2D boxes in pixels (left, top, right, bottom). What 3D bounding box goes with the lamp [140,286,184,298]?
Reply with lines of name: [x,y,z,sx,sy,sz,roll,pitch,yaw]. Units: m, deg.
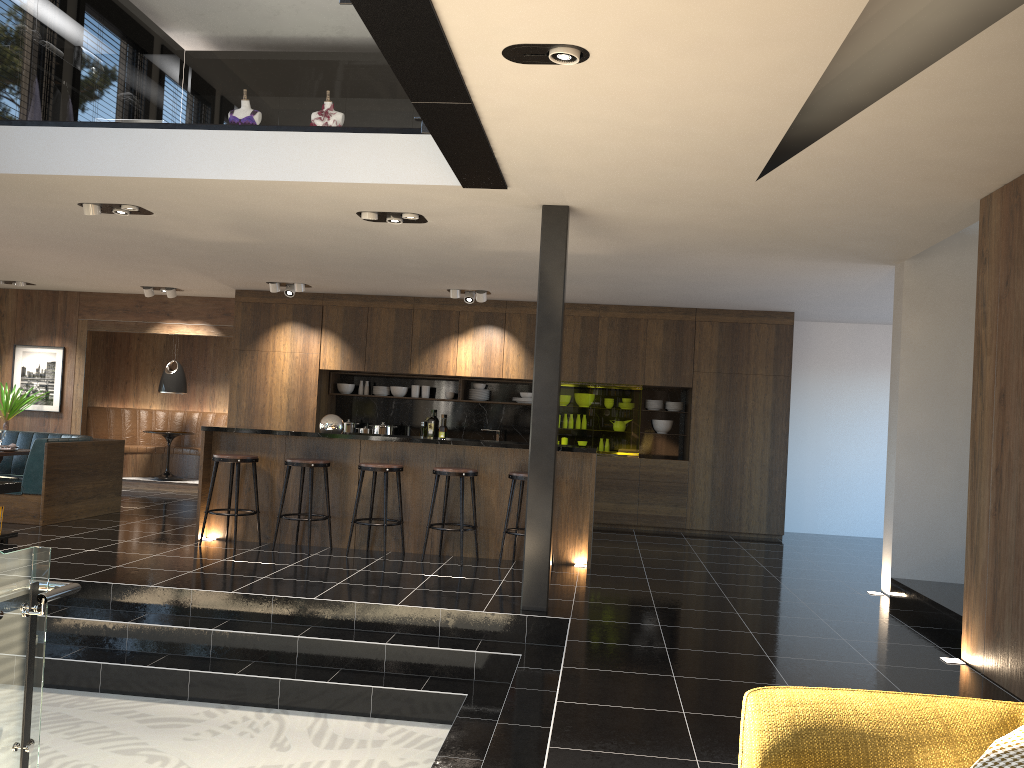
lamp: [-4.552,-1.253,11.549,0.501,0.280,0.349,3,-2,6]

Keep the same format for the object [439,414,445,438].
object: [-0.915,0.594,11.589,0.077,0.395,0.077,4,-2,-42]

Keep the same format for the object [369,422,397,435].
object: [-1.638,0.593,11.241,0.278,0.218,0.301,2,-2,39]

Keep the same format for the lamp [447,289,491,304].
lamp: [-0.496,-1.082,10.288,0.501,0.280,0.349,3,-2,6]

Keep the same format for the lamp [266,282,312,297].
lamp: [-2.641,-1.182,10.514,0.501,0.294,0.349,3,-2,6]

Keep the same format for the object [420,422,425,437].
object: [-1.176,0.634,11.604,0.057,0.287,0.058,3,-1,19]

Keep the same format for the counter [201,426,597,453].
counter: [-1.006,0.505,8.194,3.573,0.041,0.698,3,-2,6]

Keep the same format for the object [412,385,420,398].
object: [-1.254,0.099,11.525,0.109,0.161,0.109,3,-2,-11]

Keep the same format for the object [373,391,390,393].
object: [-1.708,0.121,11.586,0.220,0.033,0.220,3,-2,3]

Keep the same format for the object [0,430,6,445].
object: [-5.209,0.568,9.027,0.098,0.191,0.098,3,-2,4]

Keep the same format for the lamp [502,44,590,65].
lamp: [0.135,-1.349,3.479,0.346,0.158,0.195,3,-2,6]

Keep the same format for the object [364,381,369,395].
object: [-1.902,0.054,11.616,0.060,0.185,0.060,4,-2,-25]

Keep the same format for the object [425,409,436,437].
object: [-1.072,0.557,11.599,0.133,0.451,0.116,3,-1,6]

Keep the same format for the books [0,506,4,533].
books: [-4.355,1.122,7.378,0.231,0.232,0.037,3,-1,6]

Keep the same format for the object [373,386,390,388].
object: [-1.704,0.052,11.588,0.220,0.033,0.220,3,-2,3]

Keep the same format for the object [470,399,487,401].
object: [-0.432,0.211,11.530,0.269,0.024,0.269,1,-3,44]

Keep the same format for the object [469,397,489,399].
object: [-0.431,0.194,11.530,0.269,0.024,0.269,1,-3,44]

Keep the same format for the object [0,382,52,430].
object: [-6.641,0.656,11.860,0.818,1.381,0.955,4,-2,-36]

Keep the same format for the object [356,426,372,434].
object: [-1.883,0.614,11.383,0.210,0.143,0.195,4,-2,-36]

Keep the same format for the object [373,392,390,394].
object: [-1.709,0.133,11.586,0.220,0.033,0.220,3,-2,3]

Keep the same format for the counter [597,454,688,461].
counter: [-0.127,0.824,11.250,4.591,0.005,0.863,3,-2,6]

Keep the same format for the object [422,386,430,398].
object: [-1.120,0.106,11.510,0.109,0.161,0.109,3,-2,19]

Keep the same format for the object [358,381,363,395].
object: [-1.977,0.050,11.624,0.060,0.185,0.060,2,-2,37]

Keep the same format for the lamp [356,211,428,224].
lamp: [-0.881,-1.287,6.558,0.501,0.194,0.349,3,-2,6]

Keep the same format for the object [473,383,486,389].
object: [-0.426,0.041,11.534,0.168,0.087,0.168,2,-2,26]

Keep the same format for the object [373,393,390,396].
object: [-1.709,0.146,11.585,0.220,0.033,0.220,3,-2,3]

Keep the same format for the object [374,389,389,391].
object: [-1.706,0.087,11.587,0.220,0.033,0.220,3,-2,3]

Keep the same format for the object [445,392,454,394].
object: [-0.809,0.142,11.500,0.122,0.072,0.122,2,-2,31]

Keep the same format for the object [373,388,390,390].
object: [-1.706,0.077,11.587,0.220,0.033,0.220,3,-2,3]

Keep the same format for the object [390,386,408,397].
object: [-1.474,0.107,11.571,0.234,0.138,0.234,2,-2,26]

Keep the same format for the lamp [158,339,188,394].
lamp: [-4.729,-0.353,12.439,0.389,0.973,0.389,4,-2,-40]

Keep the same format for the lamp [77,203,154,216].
lamp: [-3.026,-1.376,6.784,0.501,0.231,0.349,3,-2,6]

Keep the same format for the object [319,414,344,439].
object: [-1.642,0.389,8.078,0.227,0.228,0.227,4,-2,-33]

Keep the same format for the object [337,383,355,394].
object: [-2.184,0.070,11.645,0.234,0.138,0.234,3,-2,9]

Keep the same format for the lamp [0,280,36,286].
lamp: [-6.609,-1.390,11.767,0.501,0.213,0.349,3,-2,6]

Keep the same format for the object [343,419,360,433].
object: [-2.126,0.567,11.501,0.255,0.218,0.236,4,-2,-36]

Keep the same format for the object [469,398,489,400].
object: [-0.432,0.203,11.530,0.269,0.024,0.269,1,-3,44]

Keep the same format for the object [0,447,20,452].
object: [-5.044,0.640,8.814,0.269,0.051,0.325,3,-2,9]

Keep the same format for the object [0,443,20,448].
object: [-5.265,0.641,9.179,0.324,0.051,0.269,3,-2,9]

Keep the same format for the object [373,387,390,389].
object: [-1.705,0.064,11.587,0.220,0.033,0.220,3,-2,3]

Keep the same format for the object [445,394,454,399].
object: [-0.811,0.167,11.500,0.122,0.072,0.122,2,-2,31]
